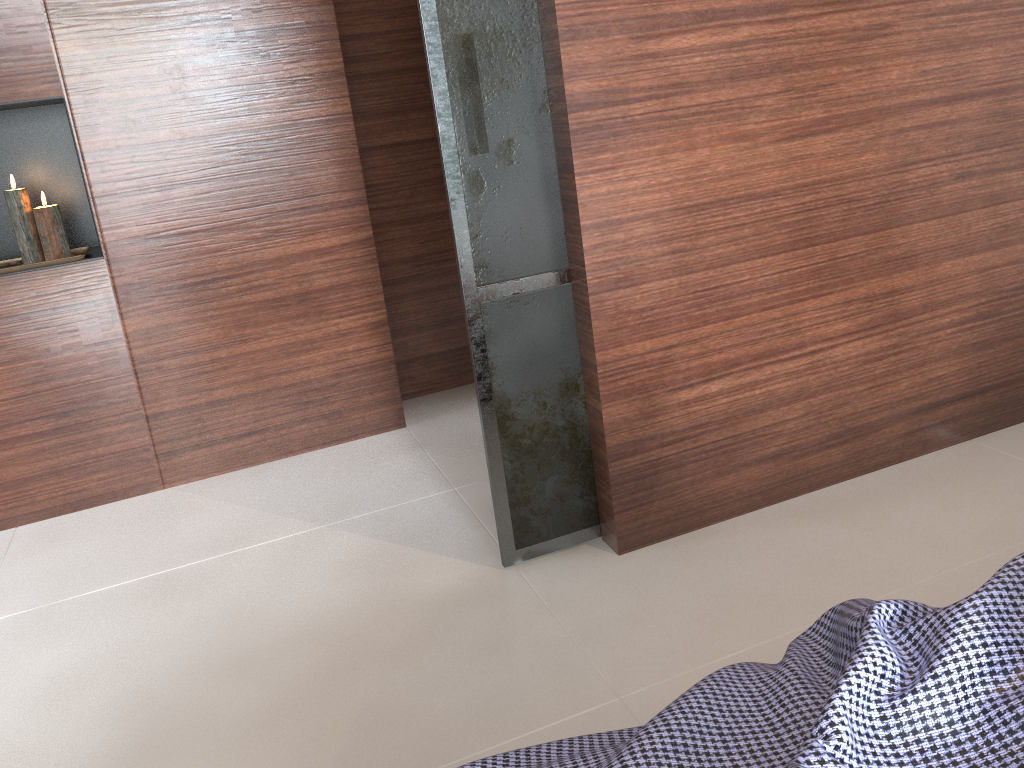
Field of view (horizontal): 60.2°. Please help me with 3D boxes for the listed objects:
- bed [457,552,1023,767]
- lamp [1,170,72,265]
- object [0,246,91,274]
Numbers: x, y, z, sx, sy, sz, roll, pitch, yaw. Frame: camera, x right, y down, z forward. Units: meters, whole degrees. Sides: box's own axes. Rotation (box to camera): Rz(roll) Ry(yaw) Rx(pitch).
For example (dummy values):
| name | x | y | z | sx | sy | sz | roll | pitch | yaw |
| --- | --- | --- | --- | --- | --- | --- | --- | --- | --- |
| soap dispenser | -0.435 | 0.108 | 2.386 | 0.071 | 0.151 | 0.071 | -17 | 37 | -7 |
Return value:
| name | x | y | z | sx | sy | sz | roll | pitch | yaw |
| --- | --- | --- | --- | --- | --- | --- | --- | --- | --- |
| bed | 0.941 | -0.123 | 0.368 | 2.623 | 2.001 | 2.600 | -13 | 18 | -18 |
| lamp | -1.486 | -0.523 | 2.756 | 0.153 | 0.292 | 0.079 | -7 | 14 | 5 |
| object | -1.554 | -0.372 | 2.769 | 0.429 | 0.020 | 0.234 | -14 | 19 | -18 |
